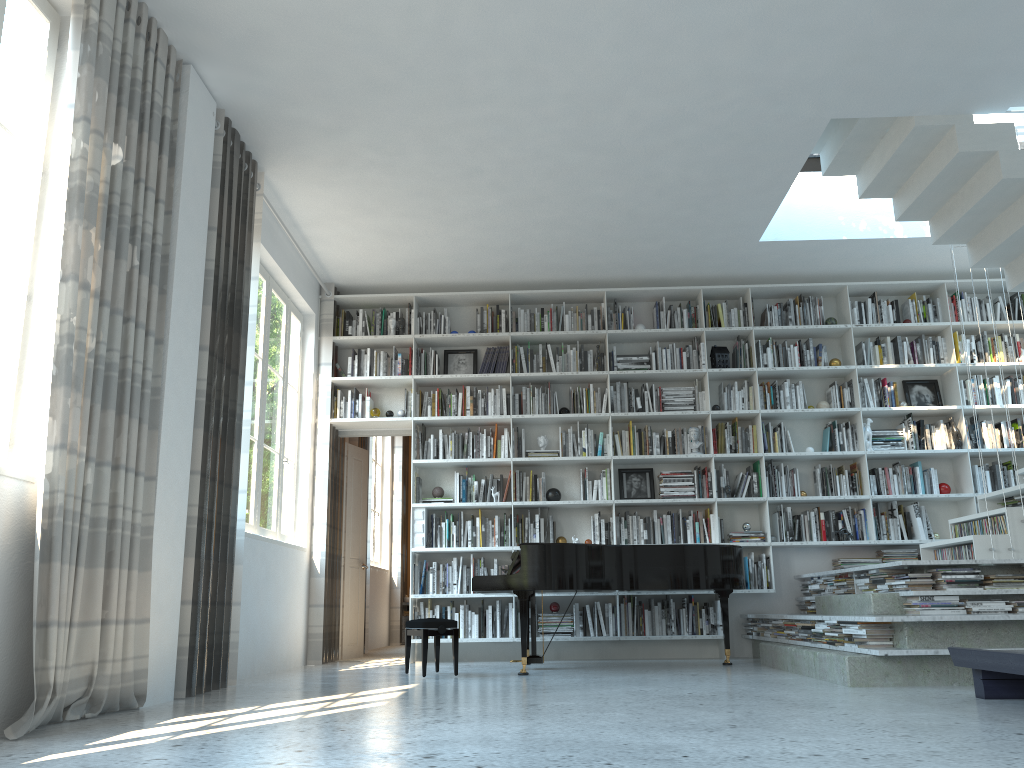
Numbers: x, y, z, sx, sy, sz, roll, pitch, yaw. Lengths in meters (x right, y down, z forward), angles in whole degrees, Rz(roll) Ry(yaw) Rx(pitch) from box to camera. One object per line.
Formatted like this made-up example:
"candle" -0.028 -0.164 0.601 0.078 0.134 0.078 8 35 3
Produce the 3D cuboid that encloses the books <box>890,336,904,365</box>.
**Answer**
"books" 3.325 -0.254 7.696 0.032 0.264 0.246 -1 -14 2

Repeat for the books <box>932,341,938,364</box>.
"books" 3.650 -0.239 7.726 0.030 0.240 0.162 -1 -14 2

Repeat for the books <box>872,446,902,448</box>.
"books" 3.170 0.550 7.558 0.254 0.012 0.161 -2 -14 5

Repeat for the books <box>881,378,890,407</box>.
"books" 3.209 0.106 7.659 0.014 0.284 0.176 -1 -14 2

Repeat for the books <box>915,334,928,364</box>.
"books" 3.562 -0.265 7.726 0.022 0.293 0.181 -1 -14 2

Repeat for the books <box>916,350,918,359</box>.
"books" 3.492 -0.222 7.733 0.013 0.215 0.178 -1 -14 2

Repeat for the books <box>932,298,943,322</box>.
"books" 3.740 -0.607 7.814 0.026 0.262 0.163 -1 -14 2

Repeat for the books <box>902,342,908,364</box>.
"books" 3.392 -0.231 7.718 0.030 0.229 0.187 -1 -14 2

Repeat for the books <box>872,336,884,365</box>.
"books" 3.201 -0.254 7.751 0.011 0.295 0.163 -1 -14 2

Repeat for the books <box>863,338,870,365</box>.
"books" 3.092 -0.244 7.754 0.051 0.281 0.167 -1 -14 2

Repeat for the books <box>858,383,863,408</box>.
"books" 2.994 0.132 7.687 0.030 0.253 0.128 -1 -14 2

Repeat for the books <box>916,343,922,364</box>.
"books" 3.514 -0.225 7.723 0.031 0.217 0.166 -1 -14 2

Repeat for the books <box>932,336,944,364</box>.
"books" 3.713 -0.259 7.735 0.026 0.283 0.147 -1 -14 2

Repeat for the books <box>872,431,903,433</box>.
"books" 3.172 0.422 7.594 0.285 0.012 0.160 -1 -14 0

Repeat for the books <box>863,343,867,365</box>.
"books" 3.061 -0.222 7.750 0.013 0.236 0.142 -1 -14 2

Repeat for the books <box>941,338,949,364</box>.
"books" 3.742 -0.251 7.729 0.031 0.264 0.170 -1 -14 2

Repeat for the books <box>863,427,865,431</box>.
"books" 2.977 0.495 7.558 0.027 0.221 0.184 -1 -14 2

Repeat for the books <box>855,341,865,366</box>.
"books" 3.048 -0.229 7.754 0.012 0.253 0.161 -1 -14 2

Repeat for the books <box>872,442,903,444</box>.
"books" 3.171 0.515 7.565 0.254 0.012 0.161 0 -14 -3

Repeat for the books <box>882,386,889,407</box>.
"books" 3.196 0.141 7.639 0.013 0.206 0.190 -1 -14 2

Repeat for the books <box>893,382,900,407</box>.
"books" 3.284 0.122 7.646 0.026 0.243 0.178 -1 -14 2

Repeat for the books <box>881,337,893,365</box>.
"books" 3.273 -0.253 7.742 0.026 0.287 0.156 -1 -14 2

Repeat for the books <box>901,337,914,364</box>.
"books" 3.448 -0.251 7.749 0.048 0.282 0.162 -1 -14 2

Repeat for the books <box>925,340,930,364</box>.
"books" 3.594 -0.241 7.730 0.011 0.248 0.152 -1 -14 2

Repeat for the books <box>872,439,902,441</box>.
"books" 3.173 0.491 7.570 0.254 0.012 0.161 -3 -14 6

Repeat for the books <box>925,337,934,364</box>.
"books" 3.617 -0.255 7.723 0.036 0.271 0.177 -1 -14 2

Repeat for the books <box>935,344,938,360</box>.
"books" 3.673 -0.237 7.743 0.014 0.245 0.143 -1 -14 2

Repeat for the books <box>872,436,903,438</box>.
"books" 3.172 0.469 7.582 0.285 0.012 0.160 -2 -14 4

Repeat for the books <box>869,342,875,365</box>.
"books" 3.132 -0.228 7.758 0.026 0.250 0.131 -1 -14 2

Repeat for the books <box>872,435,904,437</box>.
"books" 3.172 0.456 7.578 0.285 0.012 0.160 0 -14 -3

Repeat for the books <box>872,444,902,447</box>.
"books" 3.170 0.539 7.565 0.254 0.012 0.161 -2 -14 4

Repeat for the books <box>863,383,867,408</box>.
"books" 3.028 0.129 7.663 0.011 0.247 0.156 -1 -14 2

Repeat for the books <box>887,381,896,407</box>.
"books" 3.260 0.121 7.657 0.021 0.252 0.167 -1 -14 2

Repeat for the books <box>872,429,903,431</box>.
"books" 3.172 0.411 7.597 0.285 0.012 0.160 -2 -14 4

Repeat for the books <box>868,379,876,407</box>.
"books" 3.109 0.112 7.677 0.012 0.284 0.160 -1 -14 2

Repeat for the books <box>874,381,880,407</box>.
"books" 3.137 0.121 7.684 0.043 0.268 0.131 -1 -14 2

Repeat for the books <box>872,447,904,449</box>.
"books" 3.170 0.561 7.553 0.285 0.012 0.160 -3 -14 6

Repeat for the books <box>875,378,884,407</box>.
"books" 3.164 0.106 7.662 0.012 0.286 0.177 -1 -14 2

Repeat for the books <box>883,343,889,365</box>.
"books" 3.249 -0.222 7.757 0.024 0.235 0.147 -1 -14 2

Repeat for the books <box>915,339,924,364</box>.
"books" 3.541 -0.246 7.736 0.023 0.263 0.156 -1 -14 2

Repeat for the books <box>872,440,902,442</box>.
"books" 3.171 0.505 7.578 0.254 0.012 0.161 -1 -14 2

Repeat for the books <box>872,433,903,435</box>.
"books" 3.172 0.446 7.588 0.285 0.012 0.160 -2 -14 4

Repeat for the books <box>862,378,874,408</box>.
"books" 3.067 0.109 7.672 0.065 0.288 0.146 -1 -14 2

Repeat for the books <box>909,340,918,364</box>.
"books" 3.478 -0.237 7.720 0.014 0.239 0.190 -1 -14 2

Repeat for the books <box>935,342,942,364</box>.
"books" 3.690 -0.234 7.733 0.022 0.233 0.159 -1 -14 2

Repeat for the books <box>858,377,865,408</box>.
"books" 3.015 0.105 7.679 0.015 0.300 0.141 -1 -14 2

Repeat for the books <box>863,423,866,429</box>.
"books" 3.005 0.480 7.592 0.028 0.266 0.138 -1 -14 2

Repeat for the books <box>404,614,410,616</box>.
"books" -1.419 2.985 11.467 0.129 0.030 0.182 -7 -16 23

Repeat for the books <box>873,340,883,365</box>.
"books" 3.182 -0.238 7.740 0.026 0.260 0.168 -1 -14 2

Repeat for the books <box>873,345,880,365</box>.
"books" 3.157 -0.213 7.730 0.025 0.207 0.175 -1 -14 2

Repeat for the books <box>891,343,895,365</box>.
"books" 3.299 -0.227 7.744 0.025 0.238 0.143 -1 -14 2

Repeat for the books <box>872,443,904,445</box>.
"books" 3.171 0.528 7.568 0.285 0.012 0.160 -1 -14 0

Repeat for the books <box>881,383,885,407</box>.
"books" 3.180 0.119 7.672 0.020 0.266 0.152 -1 -14 2

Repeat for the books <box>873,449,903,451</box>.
"books" 3.170 0.574 7.552 0.254 0.012 0.161 0 -14 -2

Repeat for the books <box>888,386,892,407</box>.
"books" 3.234 0.141 7.654 0.033 0.212 0.153 -1 -14 2

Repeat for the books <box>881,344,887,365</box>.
"books" 3.222 -0.219 7.742 0.030 0.223 0.158 -1 -14 2

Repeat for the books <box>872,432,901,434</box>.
"books" 3.172 0.434 7.591 0.254 0.012 0.161 -2 -14 4

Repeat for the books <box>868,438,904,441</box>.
"books" 3.173 0.480 7.577 0.285 0.012 0.160 -1 -14 -1
